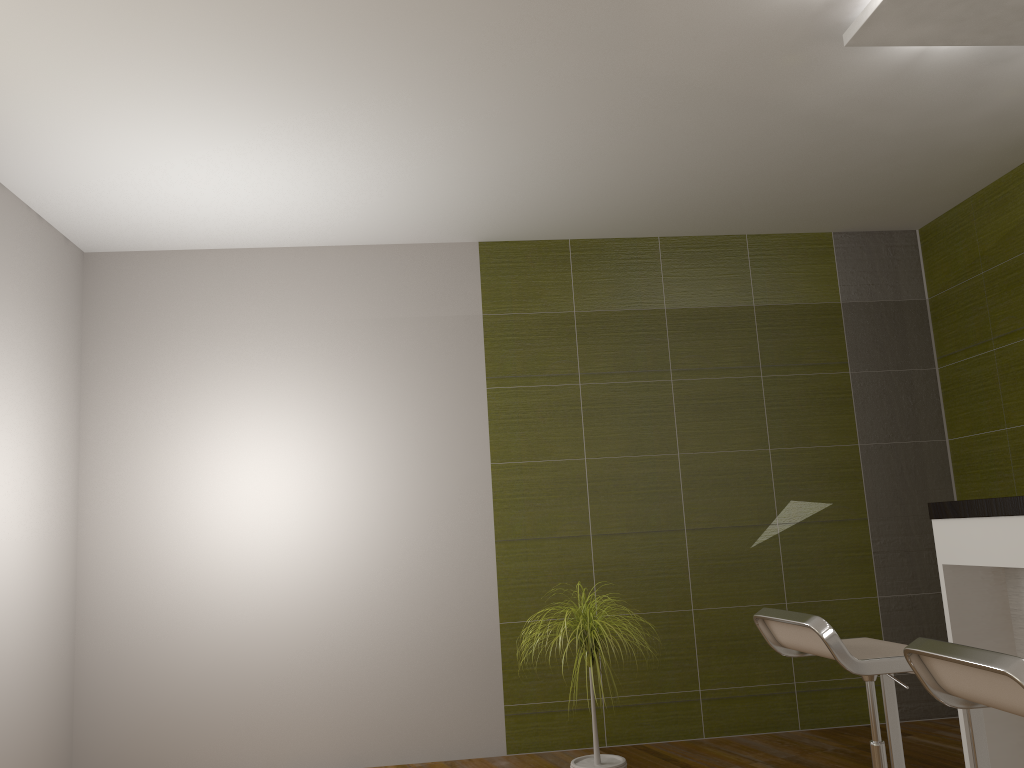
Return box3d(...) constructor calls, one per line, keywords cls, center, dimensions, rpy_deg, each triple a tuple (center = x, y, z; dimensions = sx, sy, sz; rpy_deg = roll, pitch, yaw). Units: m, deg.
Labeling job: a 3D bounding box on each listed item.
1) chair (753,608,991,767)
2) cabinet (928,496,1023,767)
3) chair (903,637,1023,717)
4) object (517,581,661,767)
box3d(cls="chair", center=(0.992, 1.049, 2.438), dimensions=(0.460, 0.857, 0.418), rpy_deg=(-2, -10, -10))
box3d(cls="cabinet", center=(1.844, 0.675, 1.370), dimensions=(0.663, 1.134, 2.947), rpy_deg=(-2, -10, -6))
box3d(cls="chair", center=(1.069, 0.902, 1.608), dimensions=(0.460, 0.857, 0.418), rpy_deg=(-3, -10, -5))
box3d(cls="object", center=(0.331, 1.259, 3.578), dimensions=(0.585, 0.904, 0.606), rpy_deg=(4, -12, -36))
